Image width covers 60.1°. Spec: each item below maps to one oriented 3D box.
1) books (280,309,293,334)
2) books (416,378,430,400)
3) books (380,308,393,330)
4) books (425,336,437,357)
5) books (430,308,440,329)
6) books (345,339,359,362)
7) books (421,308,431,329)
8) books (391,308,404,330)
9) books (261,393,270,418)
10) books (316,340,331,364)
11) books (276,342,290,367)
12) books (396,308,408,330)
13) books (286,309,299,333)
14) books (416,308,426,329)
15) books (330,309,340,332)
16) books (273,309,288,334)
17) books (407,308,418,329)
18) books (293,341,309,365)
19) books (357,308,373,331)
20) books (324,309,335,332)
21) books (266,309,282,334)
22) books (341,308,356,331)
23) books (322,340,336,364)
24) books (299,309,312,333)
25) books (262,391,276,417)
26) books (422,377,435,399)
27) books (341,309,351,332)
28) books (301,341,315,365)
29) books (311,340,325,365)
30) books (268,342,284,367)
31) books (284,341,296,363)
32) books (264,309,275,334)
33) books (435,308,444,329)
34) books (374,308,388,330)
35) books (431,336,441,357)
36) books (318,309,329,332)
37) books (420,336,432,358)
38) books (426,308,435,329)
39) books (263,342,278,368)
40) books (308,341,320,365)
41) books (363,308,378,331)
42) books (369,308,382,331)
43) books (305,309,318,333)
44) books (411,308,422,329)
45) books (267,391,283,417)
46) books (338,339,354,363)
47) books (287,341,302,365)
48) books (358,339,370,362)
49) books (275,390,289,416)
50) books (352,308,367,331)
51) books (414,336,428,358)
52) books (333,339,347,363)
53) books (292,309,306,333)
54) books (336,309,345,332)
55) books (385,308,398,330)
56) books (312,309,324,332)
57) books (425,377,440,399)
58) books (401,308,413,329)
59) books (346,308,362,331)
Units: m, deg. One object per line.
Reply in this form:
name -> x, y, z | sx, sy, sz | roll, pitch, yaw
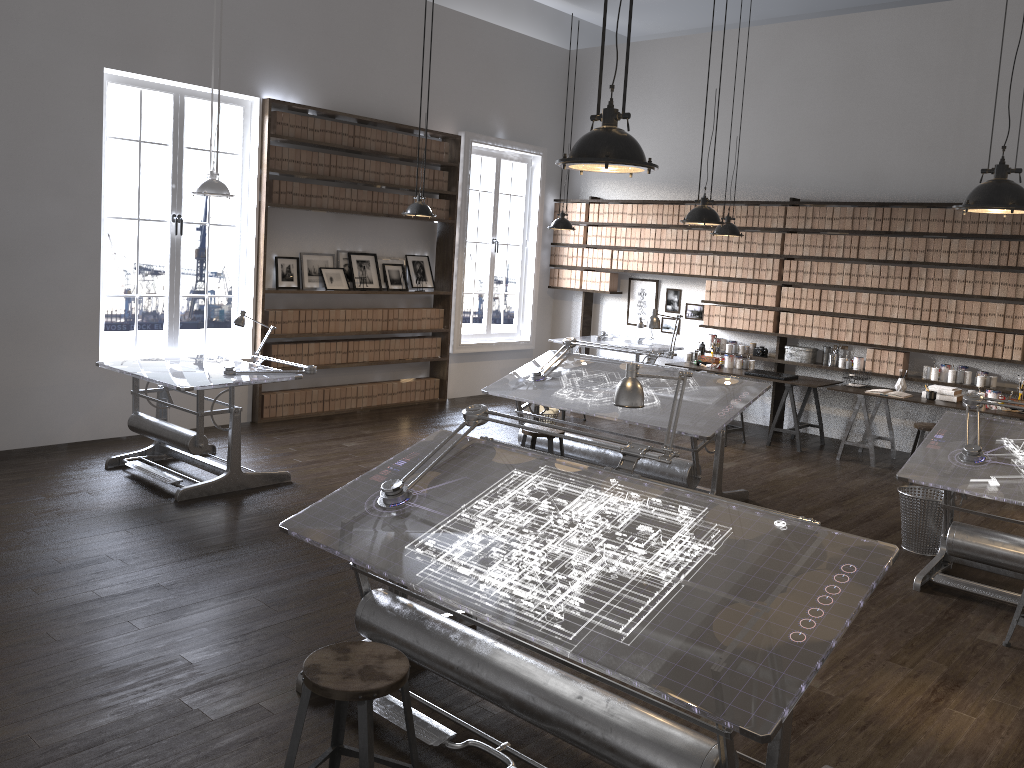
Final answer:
books -> -2.208, -0.609, 8.614 | 0.175, 0.224, 0.067 | 9, 8, 41
books -> -1.019, 0.054, 10.082 | 0.175, 0.224, 0.067 | 9, 8, 41
books -> -1.366, -0.699, 9.558 | 0.175, 0.224, 0.067 | 9, 8, 41
books -> -0.948, -0.428, 10.090 | 0.175, 0.224, 0.067 | 9, 8, 41
books -> -0.912, -0.749, 10.079 | 0.175, 0.224, 0.067 | 9, 8, 41
books -> -1.685, -0.349, 9.260 | 0.175, 0.224, 0.067 | 9, 8, 41
books -> -1.000, -0.738, 9.970 | 0.175, 0.224, 0.067 | 9, 8, 41
books -> -1.270, -0.709, 9.667 | 0.175, 0.224, 0.067 | 9, 8, 41
books -> -2.409, 0.201, 8.524 | 0.175, 0.224, 0.067 | 9, 8, 41
books -> -1.925, -0.324, 8.989 | 0.175, 0.224, 0.067 | 9, 8, 41
books -> -2.241, -0.289, 8.629 | 0.175, 0.224, 0.067 | 9, 8, 41
books -> -1.226, -0.715, 9.723 | 0.175, 0.224, 0.067 | 9, 8, 41
books -> -2.166, -0.614, 8.665 | 0.175, 0.224, 0.067 | 9, 8, 41
books -> -1.046, -0.733, 9.922 | 0.175, 0.224, 0.067 | 9, 8, 41
books -> -1.835, -0.649, 9.034 | 0.175, 0.224, 0.067 | 9, 8, 41
books -> -2.246, -0.604, 8.564 | 0.175, 0.224, 0.067 | 9, 8, 41
books -> -1.130, -0.724, 9.823 | 0.175, 0.224, 0.067 | 9, 8, 41
books -> -2.100, -0.304, 8.784 | 0.175, 0.224, 0.067 | 9, 8, 41
books -> -1.555, -0.678, 9.343 | 0.175, 0.224, 0.067 | 9, 8, 41
books -> -1.876, -0.644, 8.981 | 0.175, 0.224, 0.067 | 9, 8, 41
books -> -2.294, -0.599, 8.510 | 0.175, 0.224, 0.067 | 9, 8, 41
books -> -1.699, -0.664, 9.188 | 0.175, 0.224, 0.067 | 9, 8, 41
books -> -1.878, -0.329, 9.042 | 0.175, 0.224, 0.067 | 9, 8, 41
books -> -2.067, -0.625, 8.776 | 0.175, 0.224, 0.067 | 9, 8, 41
books -> -2.362, 0.196, 8.575 | 0.175, 0.224, 0.067 | 9, 8, 41
books -> -0.974, 0.048, 10.141 | 0.175, 0.224, 0.067 | 9, 8, 41
books -> -1.743, -0.658, 9.133 | 0.175, 0.224, 0.067 | 9, 8, 41
books -> -2.053, -0.309, 8.840 | 0.175, 0.224, 0.067 | 9, 8, 41
books -> -1.965, -0.318, 8.935 | 0.175, 0.224, 0.067 | 9, 8, 41
books -> -2.286, -0.284, 8.572 | 0.175, 0.224, 0.067 | 9, 8, 41
books -> -2.197, -0.295, 8.683 | 0.175, 0.224, 0.067 | 9, 8, 41
books -> -2.345, -0.594, 8.458 | 0.175, 0.224, 0.067 | 9, 8, 41
books -> -0.864, -0.752, 10.123 | 0.175, 0.224, 0.067 | 9, 8, 41
books -> -1.419, -0.694, 9.506 | 0.175, 0.224, 0.067 | 9, 8, 41
books -> -0.898, -0.432, 10.140 | 0.175, 0.224, 0.067 | 9, 8, 41
books -> -1.925, -0.640, 8.935 | 0.175, 0.224, 0.067 | 9, 8, 41
books -> -0.995, -0.423, 10.037 | 0.175, 0.224, 0.067 | 9, 8, 41
books -> -0.957, -0.743, 10.025 | 0.175, 0.224, 0.067 | 9, 8, 41
books -> -2.334, -0.278, 8.518 | 0.175, 0.224, 0.067 | 9, 8, 41
books -> -2.013, -0.314, 8.888 | 0.175, 0.224, 0.067 | 9, 8, 41
books -> -1.507, -0.683, 9.397 | 0.175, 0.224, 0.067 | 9, 8, 41
books -> -1.468, -0.688, 9.448 | 0.175, 0.224, 0.067 | 9, 8, 41
books -> -2.016, -0.629, 8.826 | 0.175, 0.224, 0.067 | 9, 8, 41
books -> -1.089, -0.729, 9.876 | 0.175, 0.224, 0.067 | 9, 8, 41
books -> -2.312, 0.192, 8.625 | 0.175, 0.224, 0.067 | 9, 8, 41
books -> -1.730, -0.343, 9.201 | 0.175, 0.224, 0.067 | 9, 8, 41
books -> -2.150, -0.299, 8.734 | 0.175, 0.224, 0.067 | 9, 8, 41
books -> -1.591, -0.359, 9.361 | 0.175, 0.224, 0.067 | 9, 8, 41
books -> -2.265, 0.187, 8.681 | 0.175, 0.224, 0.067 | 9, 8, 41
books -> -1.605, -0.674, 9.291 | 0.175, 0.224, 0.067 | 9, 8, 41
books -> -1.035, -0.417, 9.983 | 0.175, 0.224, 0.067 | 9, 8, 41
books -> -1.784, -0.339, 9.148 | 0.175, 0.224, 0.067 | 9, 8, 41
books -> -2.113, -0.619, 8.716 | 0.175, 0.224, 0.067 | 9, 8, 41
books -> -1.792, -0.653, 9.080 | 0.175, 0.224, 0.067 | 9, 8, 41
books -> -1.321, -0.705, 9.617 | 0.175, 0.224, 0.067 | 9, 8, 41
books -> -1.972, -0.635, 8.882 | 0.175, 0.224, 0.067 | 9, 8, 41
books -> -0.922, 0.043, 10.196 | 0.175, 0.224, 0.067 | 9, 8, 41
books -> -1.179, -0.720, 9.776 | 0.175, 0.224, 0.067 | 9, 8, 41
books -> -1.654, -0.669, 9.242 | 0.175, 0.224, 0.067 | 9, 8, 41
